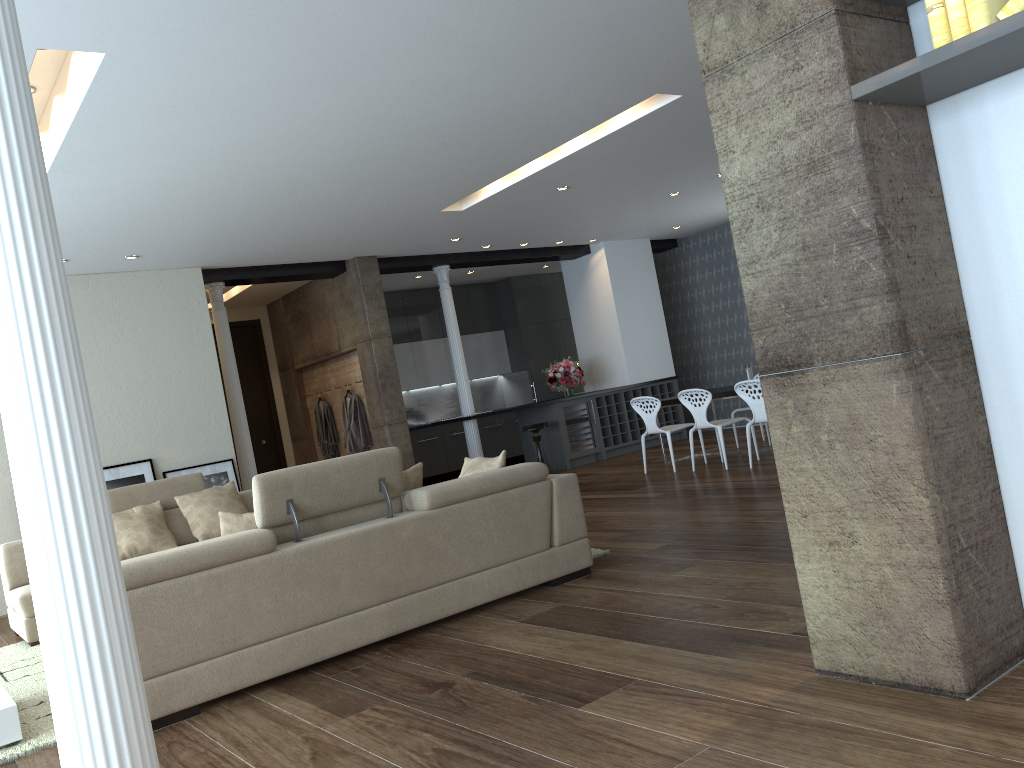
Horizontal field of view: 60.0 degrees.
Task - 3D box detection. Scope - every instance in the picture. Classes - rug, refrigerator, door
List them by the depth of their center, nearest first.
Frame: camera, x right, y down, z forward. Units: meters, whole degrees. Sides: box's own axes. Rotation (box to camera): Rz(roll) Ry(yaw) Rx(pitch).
[{"bbox_3d":[-1.926,1.537,5.556,4.231,0.020,2.972,-10,-1,-36],"label":"rug"},{"bbox_3d":[0.907,0.584,11.928,0.578,0.774,0.075,-10,-1,-32],"label":"refrigerator"},{"bbox_3d":[-3.771,0.553,12.276,1.037,2.814,0.246,-10,-1,-36],"label":"door"}]

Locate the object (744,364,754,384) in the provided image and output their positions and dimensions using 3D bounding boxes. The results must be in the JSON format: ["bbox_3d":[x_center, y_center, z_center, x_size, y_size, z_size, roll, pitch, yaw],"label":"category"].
[{"bbox_3d":[2.536,-0.101,9.532,0.076,0.233,0.161,-11,-1,36],"label":"object"}]

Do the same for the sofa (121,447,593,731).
[{"bbox_3d":[-0.912,0.863,4.752,2.581,0.950,1.021,-10,-1,-36],"label":"sofa"}]

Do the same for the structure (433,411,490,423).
[{"bbox_3d":[-0.790,0.524,13.868,0.900,0.066,0.520,-10,-1,-36],"label":"structure"}]

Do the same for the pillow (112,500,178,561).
[{"bbox_3d":[-2.926,1.149,6.920,0.519,0.416,0.368,-10,-1,-41],"label":"pillow"}]

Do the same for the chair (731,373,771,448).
[{"bbox_3d":[2.933,0.275,10.393,0.581,0.835,0.495,-10,-1,-36],"label":"chair"}]

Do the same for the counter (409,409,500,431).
[{"bbox_3d":[-1.275,0.722,13.546,3.597,0.223,0.807,-10,-1,-36],"label":"counter"}]

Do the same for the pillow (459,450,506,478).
[{"bbox_3d":[-0.253,0.641,5.531,0.395,0.393,0.518,-10,-1,-33],"label":"pillow"}]

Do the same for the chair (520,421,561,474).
[{"bbox_3d":[1.643,0.688,8.265,16.134,0.952,21.556,-10,-1,-36],"label":"chair"}]

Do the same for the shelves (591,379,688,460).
[{"bbox_3d":[1.579,0.532,12.949,1.700,0.897,0.900,-10,-1,-36],"label":"shelves"}]

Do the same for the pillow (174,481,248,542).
[{"bbox_3d":[-2.438,1.052,7.298,0.534,0.439,0.301,-10,-1,-40],"label":"pillow"}]

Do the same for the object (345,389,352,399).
[{"bbox_3d":[-2.020,0.112,10.968,0.010,0.219,0.430,-10,-1,-36],"label":"object"}]

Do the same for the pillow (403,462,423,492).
[{"bbox_3d":[-0.725,0.699,4.892,0.534,0.439,0.301,-10,-1,-32],"label":"pillow"}]

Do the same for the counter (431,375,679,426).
[{"bbox_3d":[0.696,0.213,12.367,3.700,0.040,1.000,-10,-1,-36],"label":"counter"}]

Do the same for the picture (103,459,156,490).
[{"bbox_3d":[-3.830,1.360,8.223,1.183,1.140,0.225,-10,-1,-36],"label":"picture"}]

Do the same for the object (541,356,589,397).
[{"bbox_3d":[0.747,-0.096,12.327,0.544,0.552,0.570,-10,-1,-30],"label":"object"}]

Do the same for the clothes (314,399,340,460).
[{"bbox_3d":[-2.471,0.627,11.694,0.141,0.855,0.569,-10,-1,-36],"label":"clothes"}]

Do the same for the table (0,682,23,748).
[{"bbox_3d":[-2.712,1.565,3.877,0.900,0.170,0.900,-10,-1,-36],"label":"table"}]

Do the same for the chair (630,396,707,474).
[{"bbox_3d":[1.639,0.505,9.472,0.581,0.835,0.495,-10,-1,-36],"label":"chair"}]

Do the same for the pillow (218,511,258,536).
[{"bbox_3d":[-1.228,0.799,4.535,0.519,0.416,0.368,-10,-1,-31],"label":"pillow"}]

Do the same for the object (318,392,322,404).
[{"bbox_3d":[-2.530,0.218,11.704,0.010,0.219,0.430,-10,-1,-36],"label":"object"}]

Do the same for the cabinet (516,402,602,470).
[{"bbox_3d":[0.646,0.698,12.260,0.642,0.897,0.900,-10,-1,-36],"label":"cabinet"}]

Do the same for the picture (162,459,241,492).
[{"bbox_3d":[-3.011,1.291,8.833,0.700,0.988,0.195,-10,-1,-36],"label":"picture"}]

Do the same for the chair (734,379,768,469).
[{"bbox_3d":[2.457,0.336,8.301,0.581,0.835,0.495,-10,-1,-36],"label":"chair"}]

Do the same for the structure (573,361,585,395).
[{"bbox_3d":[1.078,-0.074,15.189,0.595,0.596,0.591,-10,-1,-36],"label":"structure"}]

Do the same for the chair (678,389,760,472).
[{"bbox_3d":[2.039,0.422,8.902,0.581,0.835,0.495,-10,-1,-36],"label":"chair"}]

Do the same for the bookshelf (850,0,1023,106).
[{"bbox_3d":[2.429,-1.590,0.725,0.400,0.942,4.804,-10,-1,-36],"label":"bookshelf"}]

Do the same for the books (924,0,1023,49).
[{"bbox_3d":[1.286,-1.026,2.307,0.189,0.224,0.345,-10,-1,-36],"label":"books"}]

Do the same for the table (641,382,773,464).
[{"bbox_3d":[2.995,0.299,9.117,1.200,0.733,3.400,-10,-1,-36],"label":"table"}]

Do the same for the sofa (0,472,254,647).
[{"bbox_3d":[-2.609,1.214,7.136,2.581,0.950,1.021,-10,-1,-36],"label":"sofa"}]

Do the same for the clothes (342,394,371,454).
[{"bbox_3d":[-1.966,0.497,10.962,0.173,0.735,0.700,-10,-1,-37],"label":"clothes"}]

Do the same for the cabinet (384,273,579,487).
[{"bbox_3d":[0.120,-0.238,14.667,7.409,2.980,0.827,-10,-1,-36],"label":"cabinet"}]
